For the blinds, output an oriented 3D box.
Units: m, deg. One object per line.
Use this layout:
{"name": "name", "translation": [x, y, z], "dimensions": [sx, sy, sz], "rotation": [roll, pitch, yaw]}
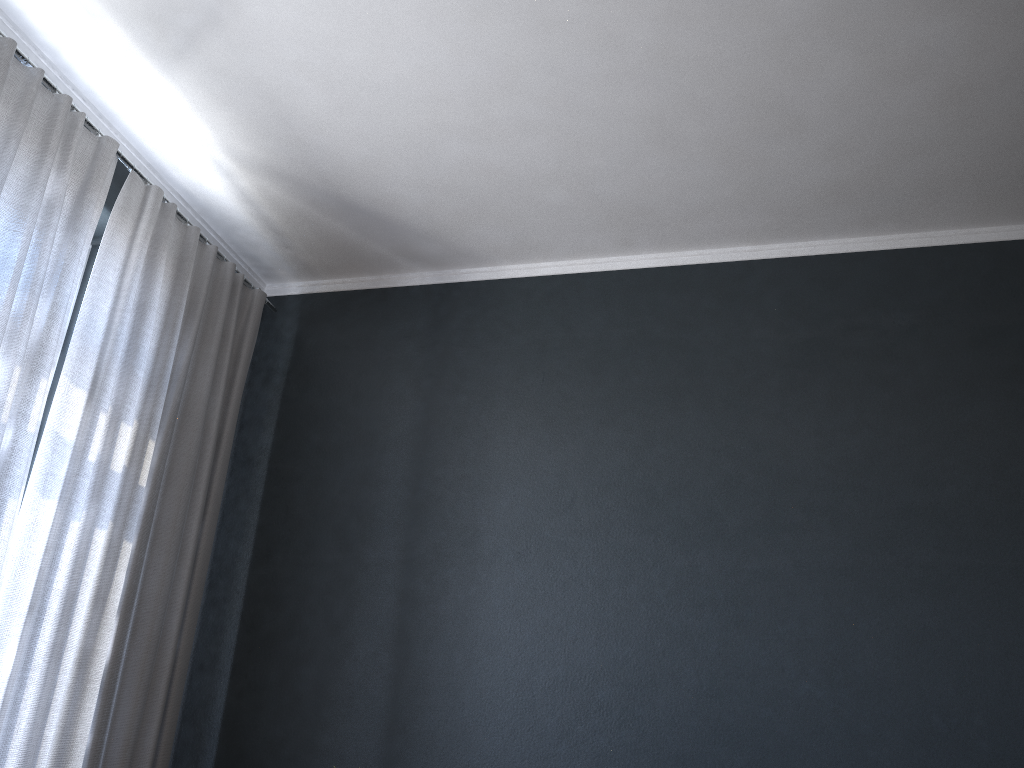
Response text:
{"name": "blinds", "translation": [-1.688, 0.120, 1.615], "dimensions": [0.312, 2.773, 4.015], "rotation": [-2, -24, 14]}
